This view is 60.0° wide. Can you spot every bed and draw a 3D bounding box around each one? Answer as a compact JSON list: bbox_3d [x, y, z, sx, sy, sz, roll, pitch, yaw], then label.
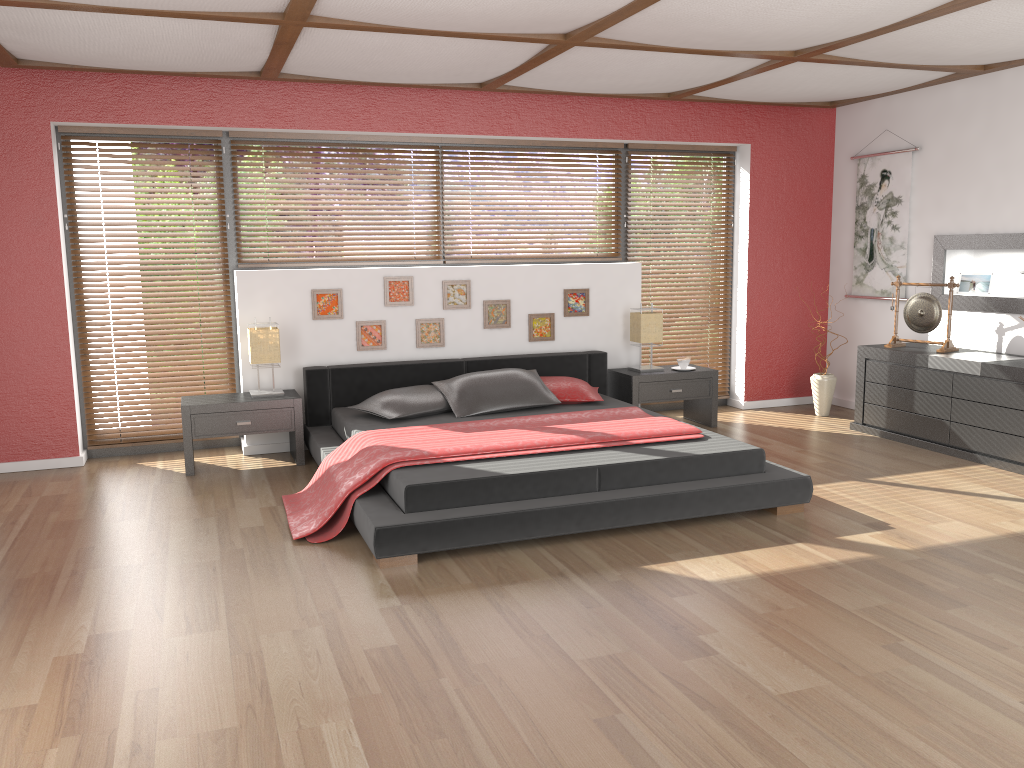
[{"bbox_3d":[-0.082,0.268,5.064,2.469,0.577,2.413,-4,9,-20],"label":"bed"}]

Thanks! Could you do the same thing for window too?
[{"bbox_3d":[1.322,-0.889,7.127,0.889,1.893,0.020,-4,9,-20],"label":"window"},{"bbox_3d":[-0.518,-1.302,6.394,2.817,0.786,0.020,-4,9,-20],"label":"window"},{"bbox_3d":[-2.347,-0.641,5.822,0.889,1.893,0.020,-4,9,-20],"label":"window"}]

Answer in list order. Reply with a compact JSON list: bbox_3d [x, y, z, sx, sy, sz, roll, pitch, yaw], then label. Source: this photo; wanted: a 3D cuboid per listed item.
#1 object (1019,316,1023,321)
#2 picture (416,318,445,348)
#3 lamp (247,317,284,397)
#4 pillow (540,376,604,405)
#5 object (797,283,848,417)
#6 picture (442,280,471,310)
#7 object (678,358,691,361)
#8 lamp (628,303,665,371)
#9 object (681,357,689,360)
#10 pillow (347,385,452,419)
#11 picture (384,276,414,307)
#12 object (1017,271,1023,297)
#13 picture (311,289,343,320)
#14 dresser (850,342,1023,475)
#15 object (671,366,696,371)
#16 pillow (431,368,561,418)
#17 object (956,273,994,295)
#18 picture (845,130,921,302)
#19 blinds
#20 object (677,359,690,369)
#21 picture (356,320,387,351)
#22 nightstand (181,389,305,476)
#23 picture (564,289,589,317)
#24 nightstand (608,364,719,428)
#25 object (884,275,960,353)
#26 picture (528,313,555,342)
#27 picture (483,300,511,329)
[{"bbox_3d":[3.146,-0.236,5.040,0.481,0.282,0.481,6,11,36],"label":"object"},{"bbox_3d":[-0.565,-0.353,6.135,0.200,0.200,0.010,-4,9,-20],"label":"picture"},{"bbox_3d":[-1.556,-0.179,5.578,0.200,0.480,0.200,-4,9,-20],"label":"lamp"},{"bbox_3d":[0.231,0.044,5.918,0.745,0.172,0.418,-1,9,-1],"label":"pillow"},{"bbox_3d":[2.358,-0.264,6.824,0.422,1.035,0.364,-9,12,-44],"label":"object"},{"bbox_3d":[-0.383,-0.620,6.163,0.200,0.200,0.010,-4,9,-20],"label":"picture"},{"bbox_3d":[1.261,-0.180,6.488,0.007,0.007,0.192,6,11,39],"label":"object"},{"bbox_3d":[0.981,-0.350,6.481,0.200,0.480,0.200,-4,9,-20],"label":"lamp"},{"bbox_3d":[1.261,-0.183,6.511,0.007,0.007,0.192,5,10,34],"label":"object"},{"bbox_3d":[-0.608,0.109,5.564,0.745,0.172,0.418,-9,12,-44],"label":"pillow"},{"bbox_3d":[-0.767,-0.629,6.021,0.200,0.200,0.010,-4,9,-20],"label":"picture"},{"bbox_3d":[3.360,-0.647,5.748,0.159,0.171,0.159,4,10,29],"label":"object"},{"bbox_3d":[-1.221,-0.528,5.870,0.200,0.200,0.010,-4,9,-20],"label":"picture"},{"bbox_3d":[2.976,0.126,5.621,0.540,0.608,1.740,-4,9,-20],"label":"dresser"},{"bbox_3d":[1.260,-0.112,6.515,0.179,0.012,0.179,0,9,5],"label":"object"},{"bbox_3d":[-0.098,0.038,5.647,0.744,0.241,0.386,-5,9,-24],"label":"pillow"},{"bbox_3d":[3.191,-0.693,6.114,0.041,0.146,0.226,-8,11,-39],"label":"object"},{"bbox_3d":[2.800,-1.275,6.725,0.028,1.270,0.701,-4,9,-20],"label":"picture"},{"bbox_3d":[-0.490,-0.720,6.416,4.840,1.952,0.032,-4,9,-20],"label":"blinds"},{"bbox_3d":[1.259,-0.144,6.510,0.099,0.069,0.099,0,9,5],"label":"object"},{"bbox_3d":[-0.951,-0.327,5.998,0.200,0.200,0.010,-4,9,-20],"label":"picture"},{"bbox_3d":[-1.686,0.293,5.556,0.700,0.423,0.413,-4,9,-20],"label":"nightstand"},{"bbox_3d":[0.472,-0.594,6.479,0.200,0.200,0.010,-4,9,-20],"label":"picture"},{"bbox_3d":[1.113,0.104,6.552,0.700,0.423,0.413,-4,9,-20],"label":"nightstand"},{"bbox_3d":[2.777,-0.484,5.996,0.173,0.498,0.490,-7,10,-34],"label":"object"},{"bbox_3d":[0.215,-0.410,6.412,0.200,0.200,0.010,-4,9,-20],"label":"picture"},{"bbox_3d":[-0.105,-0.494,6.283,0.200,0.200,0.010,-4,9,-20],"label":"picture"}]
